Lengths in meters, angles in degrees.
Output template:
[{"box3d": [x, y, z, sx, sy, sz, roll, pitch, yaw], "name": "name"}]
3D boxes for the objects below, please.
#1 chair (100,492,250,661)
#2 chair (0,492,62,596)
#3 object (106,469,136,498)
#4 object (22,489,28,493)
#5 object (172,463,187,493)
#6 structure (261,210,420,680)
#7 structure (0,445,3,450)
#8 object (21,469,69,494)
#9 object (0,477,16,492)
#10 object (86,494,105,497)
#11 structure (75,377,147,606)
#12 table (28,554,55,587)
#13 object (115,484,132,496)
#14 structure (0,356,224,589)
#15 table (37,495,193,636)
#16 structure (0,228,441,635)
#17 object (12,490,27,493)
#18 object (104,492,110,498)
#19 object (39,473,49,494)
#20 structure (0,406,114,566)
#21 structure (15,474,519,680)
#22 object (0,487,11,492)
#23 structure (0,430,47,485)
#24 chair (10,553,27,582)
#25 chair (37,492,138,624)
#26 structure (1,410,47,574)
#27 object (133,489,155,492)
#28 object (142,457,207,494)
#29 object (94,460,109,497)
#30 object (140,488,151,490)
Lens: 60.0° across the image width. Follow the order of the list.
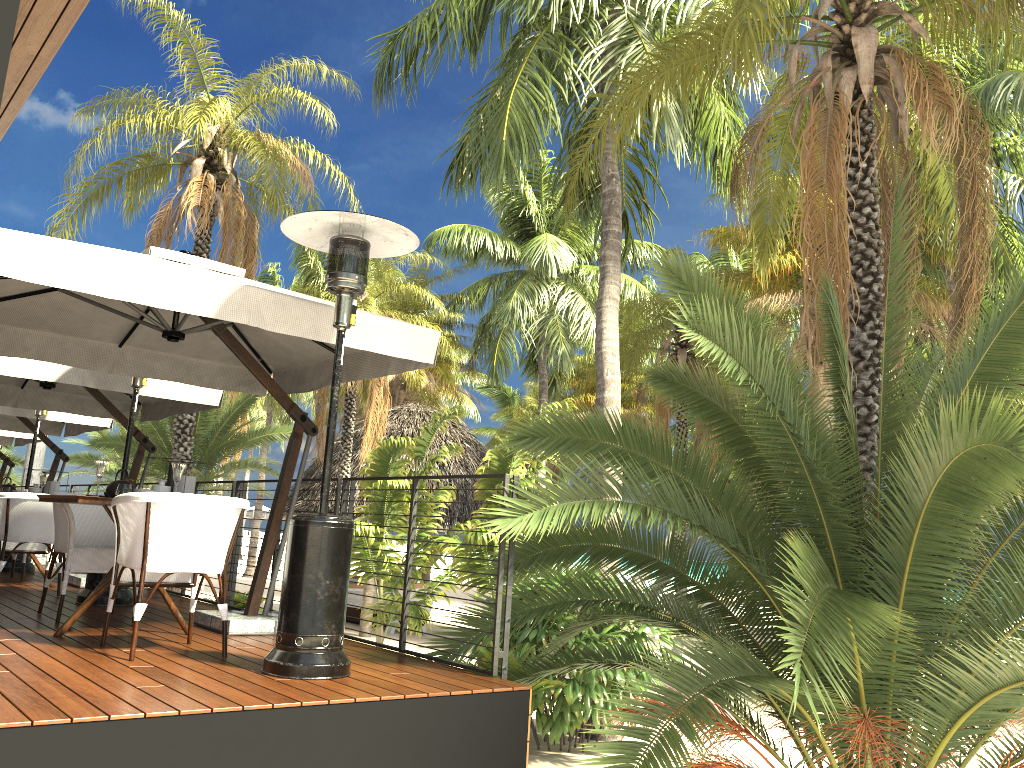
[{"box3d": [-1.719, 0.962, 4.521, 0.626, 0.791, 0.616, 12, -13, -37], "name": "chair"}, {"box3d": [-3.877, 1.280, 7.127, 0.626, 0.791, 0.616, 12, -13, -37], "name": "chair"}, {"box3d": [-2.280, 0.588, 5.188, 0.167, 0.179, 0.163, 12, -14, -40], "name": "object"}, {"box3d": [-4.416, 1.002, 8.066, 0.086, 0.086, 0.086, 11, -13, -33], "name": "object"}, {"box3d": [-1.946, 0.574, 5.145, 0.082, 0.228, 0.082, 12, -14, -37], "name": "object"}, {"box3d": [-0.885, 0.261, 4.323, 0.699, 2.200, 0.697, -5, -14, 38], "name": "structure"}, {"box3d": [-10.715, 1.567, 15.756, 2.409, 2.341, 2.410, 12, -13, -38], "name": "structure"}, {"box3d": [-4.210, 0.912, 7.991, 0.263, 0.265, 0.262, 3, -10, 6], "name": "object"}, {"box3d": [-4.442, 0.906, 7.800, 0.167, 0.179, 0.163, 12, -14, -40], "name": "object"}, {"box3d": [-2.463, 0.702, 5.456, 0.294, 0.025, 0.170, 12, -13, -38], "name": "object"}, {"box3d": [-2.982, 0.570, 6.856, 0.699, 2.200, 0.697, -5, -14, 38], "name": "structure"}, {"box3d": [-4.365, 1.377, 7.757, 0.930, 0.752, 0.930, 12, -13, -38], "name": "table"}, {"box3d": [-2.180, 0.605, 4.982, 0.086, 0.086, 0.086, 11, -13, -33], "name": "object"}, {"box3d": [-4.291, 0.621, 7.998, 2.409, 2.341, 2.410, 12, -13, -38], "name": "structure"}, {"box3d": [-2.218, 1.061, 5.164, 0.930, 0.752, 0.930, 12, -13, -38], "name": "table"}, {"box3d": [-2.150, 0.305, 5.413, 2.409, 2.341, 2.410, 12, -13, -38], "name": "structure"}, {"box3d": [-4.269, 0.954, 7.673, 0.116, 0.065, 0.116, 11, -12, -34], "name": "object"}, {"box3d": [-2.402, 0.671, 5.306, 0.080, 0.042, 0.080, 0, -11, 20], "name": "object"}, {"box3d": [-4.109, 0.893, 7.757, 0.082, 0.228, 0.082, 12, -14, -37], "name": "object"}, {"box3d": [-6.432, 0.936, 10.584, 2.409, 2.341, 2.410, 12, -13, -38], "name": "structure"}, {"box3d": [-8.387, 2.252, 14.457, 0.163, 1.157, 26.227, 12, -13, -38], "name": "structure"}, {"box3d": [-4.343, 0.924, 7.594, 0.086, 0.086, 0.086, 11, -13, -33], "name": "object"}, {"box3d": [-8.574, 1.252, 13.170, 2.409, 2.341, 2.410, 12, -13, -38], "name": "structure"}, {"box3d": [-4.843, 1.429, 8.332, 0.626, 0.791, 0.616, 12, -13, -37], "name": "chair"}, {"box3d": [-2.716, 1.115, 5.762, 0.626, 0.791, 0.616, 12, -13, -37], "name": "chair"}, {"box3d": [-5.137, 0.887, 9.458, 0.699, 2.200, 0.697, -5, -14, 38], "name": "structure"}, {"box3d": [-2.106, 0.635, 5.061, 0.116, 0.065, 0.116, 11, -12, -34], "name": "object"}, {"box3d": [-2.047, 0.594, 5.380, 0.263, 0.265, 0.262, 3, -10, 6], "name": "object"}, {"box3d": [-2.476, 0.570, 5.317, 0.082, 0.228, 0.082, 12, -14, -37], "name": "object"}, {"box3d": [-2.254, 0.683, 5.454, 0.086, 0.086, 0.086, 11, -13, -33], "name": "object"}]
